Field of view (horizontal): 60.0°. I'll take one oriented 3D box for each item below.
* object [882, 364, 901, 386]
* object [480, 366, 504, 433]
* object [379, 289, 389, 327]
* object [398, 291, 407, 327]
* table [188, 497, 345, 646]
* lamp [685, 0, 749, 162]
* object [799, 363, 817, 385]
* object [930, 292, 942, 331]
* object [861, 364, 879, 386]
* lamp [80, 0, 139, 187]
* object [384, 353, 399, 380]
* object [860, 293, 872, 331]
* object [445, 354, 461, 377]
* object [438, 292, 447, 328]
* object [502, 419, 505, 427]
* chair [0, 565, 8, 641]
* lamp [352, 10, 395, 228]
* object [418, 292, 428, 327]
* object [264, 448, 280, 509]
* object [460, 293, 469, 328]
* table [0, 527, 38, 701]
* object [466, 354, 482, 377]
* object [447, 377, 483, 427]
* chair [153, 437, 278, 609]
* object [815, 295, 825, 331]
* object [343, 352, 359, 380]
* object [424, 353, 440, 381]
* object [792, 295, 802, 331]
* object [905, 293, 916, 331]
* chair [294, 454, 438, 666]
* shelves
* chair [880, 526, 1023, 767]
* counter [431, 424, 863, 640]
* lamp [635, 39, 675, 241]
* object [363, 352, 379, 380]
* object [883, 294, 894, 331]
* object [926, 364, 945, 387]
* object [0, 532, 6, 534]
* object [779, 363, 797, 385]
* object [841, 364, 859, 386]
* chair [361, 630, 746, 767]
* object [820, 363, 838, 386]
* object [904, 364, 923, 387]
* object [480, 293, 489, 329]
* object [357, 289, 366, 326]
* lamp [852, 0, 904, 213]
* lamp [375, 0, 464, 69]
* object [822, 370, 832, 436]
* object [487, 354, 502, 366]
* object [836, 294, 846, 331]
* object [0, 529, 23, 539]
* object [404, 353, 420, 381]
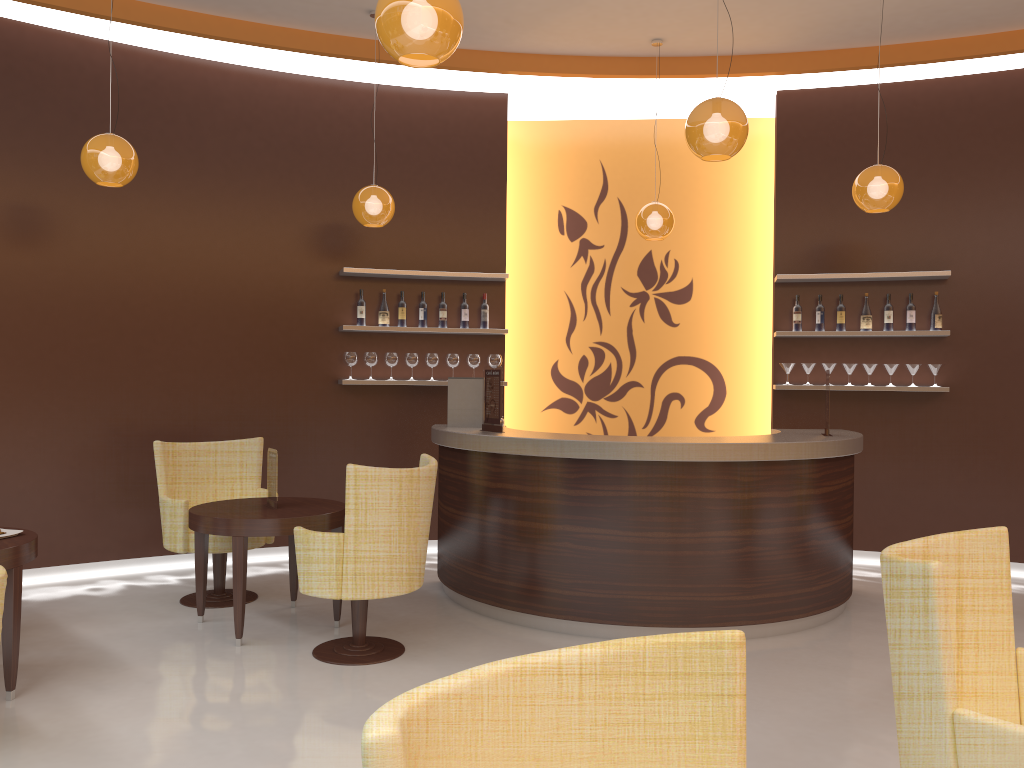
[{"bbox_3d":[2.936,-0.067,6.870,0.137,0.174,0.137,1,0,21],"label":"object"},{"bbox_3d":[-0.123,0.092,5.598,0.052,0.414,0.258,0,0,-30],"label":"object"},{"bbox_3d":[-1.020,-0.603,7.073,0.086,0.303,0.086,1,0,25],"label":"object"},{"bbox_3d":[-0.880,-0.596,7.105,0.073,0.297,0.073,1,0,15],"label":"object"},{"bbox_3d":[-1.398,1.048,5.107,0.874,0.679,0.872,1,0,2],"label":"table"},{"bbox_3d":[0.985,-1.830,4.241,0.299,1.500,0.299,1,0,24],"label":"lamp"},{"bbox_3d":[2.350,-0.077,7.036,0.137,0.174,0.137,1,0,11],"label":"object"},{"bbox_3d":[3.232,-0.551,6.757,0.086,0.303,0.086,0,0,-30],"label":"object"},{"bbox_3d":[2.790,-0.069,6.918,0.137,0.174,0.137,1,0,21],"label":"object"},{"bbox_3d":[-2.257,-1.873,4.991,0.299,1.500,0.299,1,0,24],"label":"lamp"},{"bbox_3d":[-0.963,-0.138,7.082,0.125,0.221,0.125,1,0,-19],"label":"object"},{"bbox_3d":[2.767,-0.558,6.923,0.086,0.303,0.086,1,0,29],"label":"object"},{"bbox_3d":[-0.479,-0.133,7.186,0.125,0.221,0.125,1,0,-19],"label":"object"},{"bbox_3d":[-0.558,-0.593,7.170,0.073,0.297,0.073,0,0,-35],"label":"object"},{"bbox_3d":[-0.087,0.259,5.971,0.075,0.077,0.075,1,0,15],"label":"object"},{"bbox_3d":[-2.243,0.880,3.193,0.729,1.017,0.685,1,0,-12],"label":"chair"},{"bbox_3d":[-0.967,-1.865,6.247,0.299,1.500,0.299,1,0,24],"label":"lamp"},{"bbox_3d":[-0.717,-0.595,7.141,0.073,0.297,0.073,0,0,-35],"label":"object"},{"bbox_3d":[-1.383,0.541,5.117,0.042,0.335,0.209,0,0,-30],"label":"object"},{"bbox_3d":[-0.386,-0.591,7.199,0.073,0.297,0.073,1,0,43],"label":"object"},{"bbox_3d":[-2.600,1.041,3.925,0.874,0.679,0.872,1,0,2],"label":"table"},{"bbox_3d":[-0.311,-0.131,7.216,0.125,0.221,0.125,1,0,-19],"label":"object"},{"bbox_3d":[-0.249,0.124,6.168,0.373,0.340,0.270,1,0,1],"label":"object"},{"bbox_3d":[-1.906,0.869,5.719,0.729,1.017,0.685,0,0,-37],"label":"chair"},{"bbox_3d":[2.433,-0.557,7.005,0.073,0.297,0.073,1,0,-6],"label":"object"},{"bbox_3d":[-1.272,-0.141,6.994,0.125,0.221,0.125,1,0,-19],"label":"object"},{"bbox_3d":[-0.644,-0.134,7.155,0.125,0.221,0.125,1,0,-19],"label":"object"},{"bbox_3d":[2.266,-0.559,7.042,0.073,0.297,0.073,1,0,-6],"label":"object"},{"bbox_3d":[3.066,-0.548,6.818,0.073,0.297,0.073,1,0,-6],"label":"object"},{"bbox_3d":[-0.751,0.889,4.612,0.685,1.017,0.729,1,0,24],"label":"chair"},{"bbox_3d":[0.990,-0.422,7.014,4.744,0.902,0.586,1,0,3],"label":"shelves"},{"bbox_3d":[1.305,0.927,2.260,0.685,1.017,0.729,1,0,43],"label":"chair"},{"bbox_3d":[0.883,0.861,5.565,2.917,1.100,1.586,1,0,1],"label":"counter"},{"bbox_3d":[1.090,-1.843,6.714,0.299,1.500,0.299,1,0,-26],"label":"lamp"},{"bbox_3d":[-1.120,-0.139,7.040,0.125,0.221,0.125,1,0,-19],"label":"object"},{"bbox_3d":[2.916,-0.550,6.868,0.073,0.297,0.073,1,0,-6],"label":"object"},{"bbox_3d":[3.231,-0.063,6.768,0.137,0.174,0.137,1,0,21],"label":"object"},{"bbox_3d":[-2.363,0.686,4.078,0.053,0.014,0.055,1,0,29],"label":"object"},{"bbox_3d":[2.199,-0.079,7.073,0.137,0.174,0.137,1,0,11],"label":"object"},{"bbox_3d":[2.648,-0.071,6.956,0.137,0.174,0.137,1,0,21],"label":"object"},{"bbox_3d":[0.187,0.920,1.172,0.729,1.017,0.685,0,0,-41],"label":"chair"},{"bbox_3d":[2.500,-0.075,7.000,0.137,0.174,0.137,1,0,21],"label":"object"},{"bbox_3d":[3.084,-0.065,6.818,0.137,0.174,0.137,1,0,-19],"label":"object"},{"bbox_3d":[-0.222,-0.589,7.222,0.073,0.297,0.073,0,0,-35],"label":"object"},{"bbox_3d":[-1.190,-0.599,7.006,0.073,0.297,0.073,0,0,-35],"label":"object"},{"bbox_3d":[2.275,-1.822,5.496,0.299,1.500,0.299,1,0,-26],"label":"lamp"},{"bbox_3d":[-0.304,-1.838,2.985,0.299,1.500,0.299,0,0,-33],"label":"lamp"},{"bbox_3d":[2.001,0.117,5.625,0.052,0.414,0.258,1,0,15],"label":"object"},{"bbox_3d":[-0.143,-0.129,7.231,0.125,0.221,0.125,1,0,-19],"label":"object"},{"bbox_3d":[2.585,-0.555,6.969,0.073,0.297,0.073,1,0,43],"label":"object"},{"bbox_3d":[-2.403,0.693,4.075,0.234,0.020,0.234,1,0,17],"label":"object"},{"bbox_3d":[-0.803,-0.136,7.119,0.125,0.221,0.125,1,0,-19],"label":"object"}]
